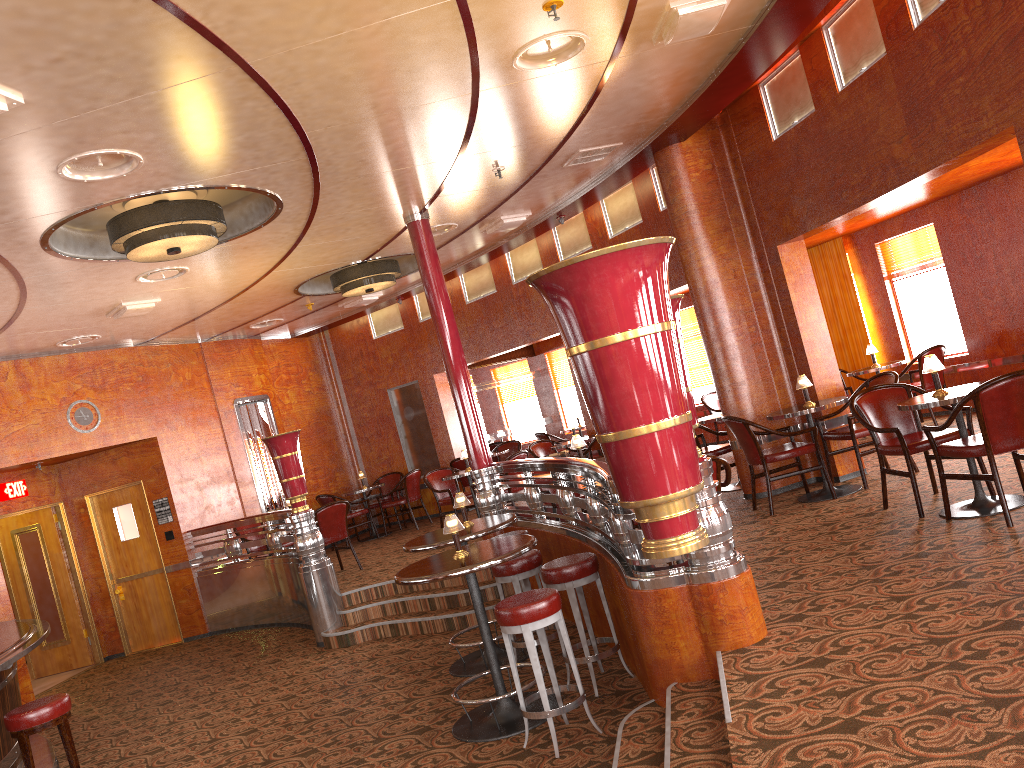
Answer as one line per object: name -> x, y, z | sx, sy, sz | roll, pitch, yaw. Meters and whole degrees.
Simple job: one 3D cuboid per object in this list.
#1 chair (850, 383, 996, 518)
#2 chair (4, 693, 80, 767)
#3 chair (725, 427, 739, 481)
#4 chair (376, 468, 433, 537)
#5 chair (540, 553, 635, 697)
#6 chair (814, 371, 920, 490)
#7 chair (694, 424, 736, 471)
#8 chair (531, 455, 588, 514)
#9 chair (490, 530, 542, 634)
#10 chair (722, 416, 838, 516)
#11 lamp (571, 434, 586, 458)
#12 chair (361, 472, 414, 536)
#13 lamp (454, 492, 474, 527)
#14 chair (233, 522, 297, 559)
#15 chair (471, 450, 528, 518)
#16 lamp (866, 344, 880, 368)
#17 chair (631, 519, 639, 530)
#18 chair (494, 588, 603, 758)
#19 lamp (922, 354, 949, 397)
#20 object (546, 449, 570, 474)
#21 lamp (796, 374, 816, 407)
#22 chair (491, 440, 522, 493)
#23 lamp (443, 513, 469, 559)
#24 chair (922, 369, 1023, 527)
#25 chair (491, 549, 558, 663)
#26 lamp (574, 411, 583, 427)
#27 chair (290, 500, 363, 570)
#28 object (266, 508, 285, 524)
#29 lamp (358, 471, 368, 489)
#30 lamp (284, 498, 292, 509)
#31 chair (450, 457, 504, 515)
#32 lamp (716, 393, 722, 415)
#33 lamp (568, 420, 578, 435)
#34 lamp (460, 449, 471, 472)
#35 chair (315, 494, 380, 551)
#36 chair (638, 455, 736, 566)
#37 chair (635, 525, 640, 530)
chair -> 2.647, 0.390, 5.851 | 0.587, 0.817, 0.616 | -15, -1, -9
chair -> -2.679, 2.230, 5.168 | 0.350, 0.755, 0.350 | -14, -1, -38
chair -> 2.556, 0.487, 8.831 | 0.614, 0.817, 0.588 | -14, -1, -24
chair -> -1.499, 1.651, 12.531 | 0.616, 0.817, 0.587 | -15, -1, 26
chair -> 0.425, 1.410, 5.249 | 0.350, 0.755, 0.350 | -14, -1, -38
chair -> 2.874, 0.362, 7.158 | 0.615, 0.817, 0.588 | -15, -1, -9
chair -> 1.802, 0.676, 8.392 | 0.614, 0.817, 0.589 | -14, -1, -29
chair -> 0.485, 1.006, 7.607 | 0.587, 0.817, 0.616 | -15, -1, -19
chair -> 0.052, 1.550, 6.925 | 0.350, 0.755, 0.350 | -15, -1, 27
chair -> 2.073, 0.571, 7.028 | 0.615, 0.817, 0.588 | -15, -1, -4
lamp -> 0.537, 0.527, 7.058 | 0.130, 0.250, 0.131 | -14, -1, -32
chair -> -1.839, 1.757, 13.192 | 0.588, 0.817, 0.614 | -15, -1, 21
lamp -> -0.357, 0.916, 6.485 | 0.131, 0.250, 0.130 | -15, -1, 22
chair -> -2.920, 1.981, 10.610 | 0.616, 0.817, 0.587 | -15, -1, 31
chair -> -0.040, 1.203, 9.987 | 0.616, 0.817, 0.587 | -15, -1, 36
lamp -> 3.944, -0.312, 9.693 | 0.130, 0.250, 0.130 | -15, -1, 2
chair -> 1.010, 0.825, 5.892 | 0.588, 0.817, 0.615 | -15, -1, 6
chair -> 0.165, 1.462, 4.549 | 0.350, 0.755, 0.350 | -14, -1, -31
lamp -> 2.583, -0.055, 5.416 | 0.131, 0.250, 0.130 | -15, -1, 40
object -> 0.403, 0.609, 6.961 | 0.195, 0.156, 0.169 | -14, -1, -19
lamp -> 2.336, 0.051, 7.065 | 0.130, 0.250, 0.131 | -14, -1, -32
chair -> -0.085, 1.297, 13.375 | 0.589, 0.817, 0.614 | -15, -1, 31
lamp -> -0.328, 0.875, 5.128 | 0.131, 0.250, 0.130 | -15, -1, 31
chair -> 2.771, 0.338, 5.023 | 0.587, 0.817, 0.615 | -15, -1, -4
chair -> 0.114, 1.508, 5.893 | 0.350, 0.755, 0.350 | -14, -1, -38
lamp -> 1.063, 0.563, 14.284 | 0.130, 0.250, 0.130 | -15, -1, 4
chair -> -2.031, 1.726, 9.799 | 0.587, 0.817, 0.616 | -14, -1, -44
object -> -2.678, 1.502, 10.147 | 0.195, 0.156, 0.169 | -15, -1, 6
lamp -> -2.151, 1.377, 12.751 | 0.130, 0.250, 0.131 | -14, -1, -32
lamp -> -2.554, 1.423, 10.226 | 0.131, 0.250, 0.130 | -15, -1, 40
chair -> -0.483, 1.383, 12.573 | 0.589, 0.817, 0.614 | -15, -1, 31
lamp -> 2.052, 0.164, 8.627 | 0.130, 0.250, 0.131 | -14, -1, -32
lamp -> 0.743, 0.561, 10.696 | 0.130, 0.250, 0.131 | -15, -1, -23
lamp -> -0.536, 0.892, 10.367 | 0.130, 0.250, 0.131 | -14, -1, -32
chair -> -2.350, 1.875, 12.456 | 0.614, 0.817, 0.589 | -14, -1, -44
chair -> 1.011, 0.805, 5.058 | 0.588, 0.817, 0.615 | -15, -1, 1
chair -> 0.983, 0.848, 6.528 | 0.587, 0.817, 0.616 | -15, -1, -19
